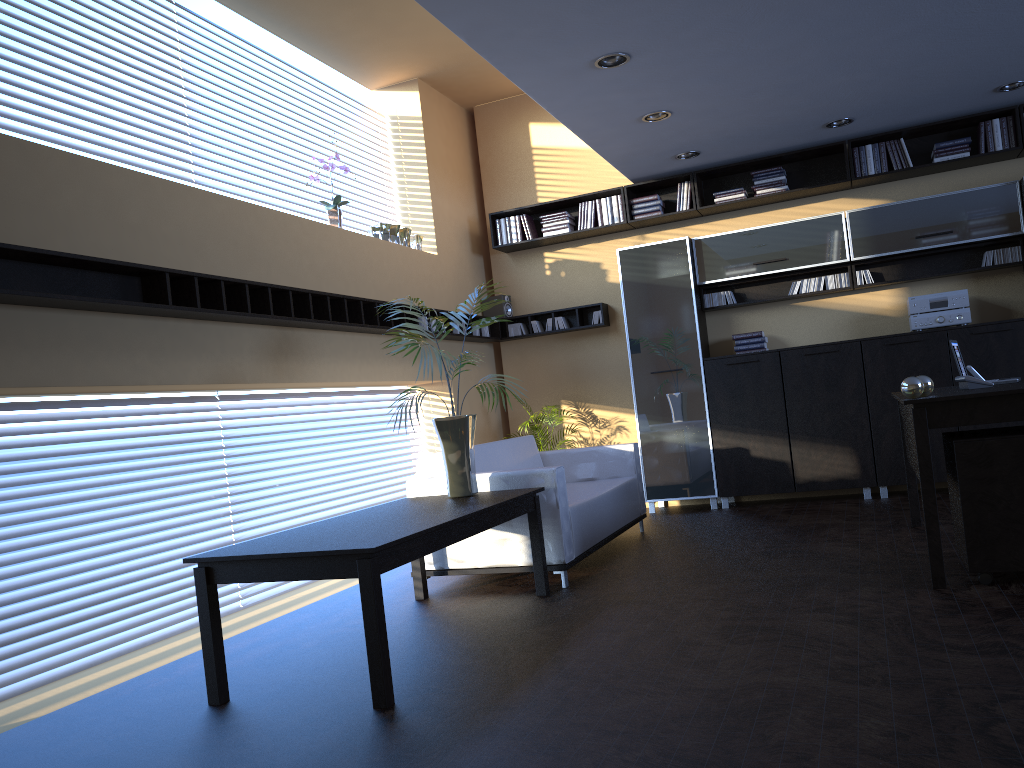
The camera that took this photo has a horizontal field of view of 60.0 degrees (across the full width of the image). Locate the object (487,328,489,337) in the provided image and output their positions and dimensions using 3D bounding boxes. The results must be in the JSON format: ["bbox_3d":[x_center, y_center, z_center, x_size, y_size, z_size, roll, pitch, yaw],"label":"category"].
[{"bbox_3d":[-0.294,-0.498,8.453,0.142,0.120,0.009,-7,-1,21],"label":"object"}]

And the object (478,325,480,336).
[{"bbox_3d":[-0.373,-0.496,8.268,0.142,0.120,0.009,-7,-1,22],"label":"object"}]

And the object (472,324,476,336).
[{"bbox_3d":[-0.399,-0.493,8.206,0.142,0.118,0.040,-7,-1,21],"label":"object"}]

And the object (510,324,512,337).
[{"bbox_3d":[0.016,-0.524,8.736,0.009,0.120,0.142,-7,-1,21],"label":"object"}]

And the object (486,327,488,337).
[{"bbox_3d":[-0.304,-0.498,8.424,0.140,0.118,0.006,-7,-1,21],"label":"object"}]

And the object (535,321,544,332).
[{"bbox_3d":[0.272,-0.555,8.634,0.040,0.118,0.142,-7,-1,21],"label":"object"}]

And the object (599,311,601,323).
[{"bbox_3d":[0.855,-0.631,8.402,0.009,0.120,0.142,-7,-1,21],"label":"object"}]

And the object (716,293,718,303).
[{"bbox_3d":[1.858,-0.758,8.000,0.009,0.120,0.142,-7,-1,22],"label":"object"}]

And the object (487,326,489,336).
[{"bbox_3d":[-0.293,-0.499,8.452,0.140,0.118,0.006,-7,-1,21],"label":"object"}]

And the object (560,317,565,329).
[{"bbox_3d":[0.503,-0.586,8.542,0.030,0.120,0.142,-7,-1,21],"label":"object"}]

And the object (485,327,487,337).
[{"bbox_3d":[-0.311,-0.498,8.416,0.142,0.120,0.009,-7,-1,21],"label":"object"}]

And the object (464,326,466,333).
[{"bbox_3d":[-0.489,-0.492,7.975,0.142,0.120,0.030,-7,-1,21],"label":"object"}]

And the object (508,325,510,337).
[{"bbox_3d":[-0.003,-0.522,8.744,0.009,0.120,0.142,-7,-1,21],"label":"object"}]

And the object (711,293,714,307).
[{"bbox_3d":[1.821,-0.753,8.016,0.009,0.120,0.142,-7,-1,21],"label":"object"}]

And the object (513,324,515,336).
[{"bbox_3d":[0.044,-0.528,8.725,0.009,0.120,0.142,-7,-1,21],"label":"object"}]

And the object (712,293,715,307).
[{"bbox_3d":[1.830,-0.754,8.010,0.009,0.120,0.142,-7,-1,21],"label":"object"}]

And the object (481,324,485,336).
[{"bbox_3d":[-0.324,-0.496,8.384,0.142,0.118,0.040,-7,-1,21],"label":"object"}]

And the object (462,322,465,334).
[{"bbox_3d":[-0.499,-0.491,7.946,0.142,0.120,0.030,-7,-1,22],"label":"object"}]

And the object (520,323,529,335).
[{"bbox_3d":[0.124,-0.537,8.693,0.040,0.118,0.142,-7,-1,21],"label":"object"}]

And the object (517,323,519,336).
[{"bbox_3d":[0.082,-0.533,8.710,0.009,0.120,0.142,-7,-1,21],"label":"object"}]

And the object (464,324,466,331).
[{"bbox_3d":[-0.484,-0.492,7.974,0.140,0.117,0.026,-7,-1,21],"label":"object"}]

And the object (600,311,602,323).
[{"bbox_3d":[0.864,-0.632,8.399,0.009,0.120,0.142,-7,-1,21],"label":"object"}]

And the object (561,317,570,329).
[{"bbox_3d":[0.517,-0.586,8.537,0.040,0.118,0.142,-7,-1,21],"label":"object"}]

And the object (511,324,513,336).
[{"bbox_3d":[0.025,-0.525,8.732,0.009,0.120,0.142,-7,-1,21],"label":"object"}]

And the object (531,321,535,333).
[{"bbox_3d":[0.230,-0.551,8.651,0.030,0.120,0.142,-7,-1,21],"label":"object"}]

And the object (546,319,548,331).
[{"bbox_3d":[0.362,-0.567,8.598,0.040,0.118,0.142,-7,-1,21],"label":"object"}]

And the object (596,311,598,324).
[{"bbox_3d":[0.826,-0.627,8.414,0.030,0.120,0.142,-7,-1,21],"label":"object"}]

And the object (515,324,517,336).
[{"bbox_3d":[0.063,-0.530,8.717,0.009,0.120,0.142,-7,-1,21],"label":"object"}]

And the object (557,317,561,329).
[{"bbox_3d":[0.474,-0.582,8.554,0.030,0.120,0.142,-7,-1,21],"label":"object"}]

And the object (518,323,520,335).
[{"bbox_3d":[0.092,-0.534,8.706,0.009,0.120,0.142,-7,-1,21],"label":"object"}]

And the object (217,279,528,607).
[{"bbox_3d":[-0.774,0.375,5.380,1.899,1.859,1.038,-7,-1,41],"label":"object"}]

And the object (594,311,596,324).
[{"bbox_3d":[0.807,-0.624,8.421,0.030,0.120,0.142,-7,-1,21],"label":"object"}]

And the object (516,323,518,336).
[{"bbox_3d":[0.073,-0.532,8.713,0.009,0.120,0.142,-7,-1,21],"label":"object"}]

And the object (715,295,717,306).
[{"bbox_3d":[1.848,-0.757,8.001,0.006,0.118,0.140,-7,-1,22],"label":"object"}]

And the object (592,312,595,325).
[{"bbox_3d":[0.793,-0.621,8.427,0.040,0.118,0.142,-7,-1,21],"label":"object"}]

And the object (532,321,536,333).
[{"bbox_3d":[0.239,-0.552,8.647,0.030,0.120,0.142,-7,-1,21],"label":"object"}]

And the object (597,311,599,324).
[{"bbox_3d":[0.835,-0.628,8.410,0.030,0.120,0.142,-7,-1,21],"label":"object"}]

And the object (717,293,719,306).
[{"bbox_3d":[1.869,-0.759,7.999,0.009,0.120,0.142,-7,-1,21],"label":"object"}]

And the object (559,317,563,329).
[{"bbox_3d":[0.493,-0.584,8.546,0.030,0.120,0.142,-7,-1,21],"label":"object"}]

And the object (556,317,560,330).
[{"bbox_3d":[0.455,-0.580,8.561,0.009,0.120,0.142,-7,-1,21],"label":"object"}]

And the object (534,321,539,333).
[{"bbox_3d":[0.258,-0.555,8.640,0.030,0.120,0.142,-7,-1,21],"label":"object"}]

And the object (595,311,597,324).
[{"bbox_3d":[0.816,-0.625,8.417,0.030,0.120,0.142,-7,-1,21],"label":"object"}]

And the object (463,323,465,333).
[{"bbox_3d":[-0.492,-0.492,7.955,0.142,0.120,0.030,-7,-1,21],"label":"object"}]

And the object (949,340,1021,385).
[{"bbox_3d":[2.755,-0.137,5.158,0.323,0.283,0.390,-7,-2,31],"label":"object"}]

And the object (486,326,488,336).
[{"bbox_3d":[-0.302,-0.498,8.434,0.142,0.120,0.009,-7,-1,22],"label":"object"}]

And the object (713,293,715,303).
[{"bbox_3d":[1.840,-0.755,8.006,0.006,0.118,0.140,-7,-1,22],"label":"object"}]

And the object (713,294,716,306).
[{"bbox_3d":[1.840,-0.755,8.008,0.009,0.120,0.142,-7,-1,22],"label":"object"}]

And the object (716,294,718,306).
[{"bbox_3d":[1.858,-0.758,7.998,0.006,0.118,0.140,-7,-1,21],"label":"object"}]

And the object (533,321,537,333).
[{"bbox_3d":[0.249,-0.553,8.643,0.030,0.120,0.142,-7,-1,21],"label":"object"}]

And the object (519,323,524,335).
[{"bbox_3d":[0.101,-0.535,8.702,0.009,0.120,0.142,-7,-1,21],"label":"object"}]

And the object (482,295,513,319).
[{"bbox_3d":[-0.141,-0.750,8.798,0.254,0.229,0.158,-7,-1,31],"label":"object"}]

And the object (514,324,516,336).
[{"bbox_3d":[0.054,-0.529,8.721,0.009,0.120,0.142,-7,-1,21],"label":"object"}]

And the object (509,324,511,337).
[{"bbox_3d":[0.006,-0.523,8.740,0.009,0.120,0.142,-7,-1,21],"label":"object"}]

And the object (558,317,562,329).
[{"bbox_3d":[0.484,-0.583,8.550,0.030,0.120,0.142,-7,-1,21],"label":"object"}]

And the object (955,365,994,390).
[{"bbox_3d":[2.460,-0.039,4.726,0.146,0.126,0.130,-7,-1,6],"label":"object"}]

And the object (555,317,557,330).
[{"bbox_3d":[0.445,-0.579,8.565,0.009,0.120,0.142,-7,-1,21],"label":"object"}]

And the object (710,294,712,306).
[{"bbox_3d":[1.812,-0.752,8.019,0.006,0.118,0.140,-7,-1,21],"label":"object"}]

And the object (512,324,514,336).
[{"bbox_3d":[0.035,-0.527,8.728,0.009,0.120,0.142,-7,-1,21],"label":"object"}]
